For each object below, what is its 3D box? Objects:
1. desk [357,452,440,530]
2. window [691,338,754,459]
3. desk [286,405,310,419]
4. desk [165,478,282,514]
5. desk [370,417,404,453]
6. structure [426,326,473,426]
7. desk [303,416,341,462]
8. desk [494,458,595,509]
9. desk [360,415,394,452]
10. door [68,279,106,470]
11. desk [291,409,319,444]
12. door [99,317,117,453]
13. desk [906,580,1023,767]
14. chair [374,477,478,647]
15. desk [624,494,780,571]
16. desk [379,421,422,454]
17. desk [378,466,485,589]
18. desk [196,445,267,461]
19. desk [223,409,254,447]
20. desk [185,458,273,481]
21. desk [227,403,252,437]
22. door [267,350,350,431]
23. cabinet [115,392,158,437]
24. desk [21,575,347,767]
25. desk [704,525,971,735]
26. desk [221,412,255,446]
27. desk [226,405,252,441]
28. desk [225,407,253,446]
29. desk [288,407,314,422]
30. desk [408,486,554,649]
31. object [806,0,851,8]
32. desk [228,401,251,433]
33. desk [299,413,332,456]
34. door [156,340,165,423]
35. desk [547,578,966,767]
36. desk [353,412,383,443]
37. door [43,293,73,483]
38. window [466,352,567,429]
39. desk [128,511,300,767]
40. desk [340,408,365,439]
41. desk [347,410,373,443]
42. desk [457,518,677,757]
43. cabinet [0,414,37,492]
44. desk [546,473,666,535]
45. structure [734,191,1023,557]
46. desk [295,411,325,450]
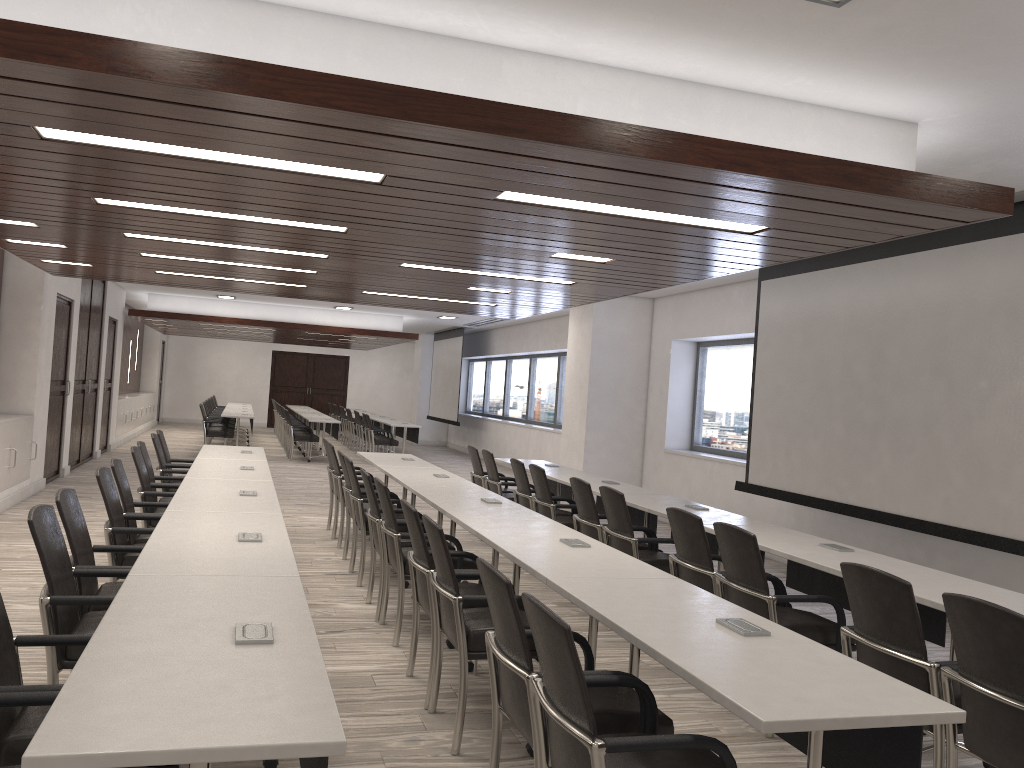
[{"bbox_3d":[-1.159,1.119,8.648,0.577,0.795,1.509,4,-1,-17],"label":"desk"},{"bbox_3d":[3.448,0.191,8.292,0.118,1.419,6.968,4,-1,-17],"label":"window"},{"bbox_3d":[-5.851,0.990,24.139,0.577,0.795,1.509,4,-1,-17],"label":"desk"},{"bbox_3d":[-1.726,1.039,5.291,0.577,0.795,1.509,4,-1,-17],"label":"desk"},{"bbox_3d":[-2.658,1.141,18.750,0.577,0.795,1.509,4,-1,-17],"label":"desk"},{"bbox_3d":[-1.611,-0.239,21.403,0.438,2.329,3.550,4,-1,-17],"label":"structure"},{"bbox_3d":[-3.646,1.051,16.859,0.577,0.795,1.509,4,-1,-17],"label":"desk"},{"bbox_3d":[0.270,1.222,9.082,0.577,0.795,1.509,4,-1,-17],"label":"desk"},{"bbox_3d":[-3.097,1.129,20.199,0.577,0.795,1.509,4,-1,-17],"label":"desk"},{"bbox_3d":[-6.350,-0.246,13.161,0.200,2.889,2.327,4,-1,-17],"label":"door"},{"bbox_3d":[-4.968,1.014,21.222,0.577,0.795,1.509,4,-1,-17],"label":"desk"},{"bbox_3d":[-6.987,0.019,15.199,0.200,2.323,1.163,4,-1,-17],"label":"door"},{"bbox_3d":[2.034,1.270,3.259,0.577,0.795,1.509,4,-1,-17],"label":"desk"},{"bbox_3d":[-0.544,1.049,5.379,0.638,0.939,0.513,4,-1,-18],"label":"chair"},{"bbox_3d":[1.153,1.246,6.165,0.577,0.795,1.509,4,-1,-17],"label":"desk"},{"bbox_3d":[-2.217,1.153,17.293,0.577,0.795,1.509,4,-1,-17],"label":"desk"},{"bbox_3d":[-0.718,1.131,7.191,0.577,0.795,1.509,4,-1,-17],"label":"desk"},{"bbox_3d":[-2.610,1.015,8.208,0.577,0.795,1.509,4,-1,-17],"label":"desk"},{"bbox_3d":[-5.538,0.934,17.876,0.577,0.795,1.509,4,-1,-17],"label":"desk"},{"bbox_3d":[-2.168,1.027,6.751,0.577,0.795,1.509,4,-1,-17],"label":"desk"},{"bbox_3d":[-6.860,0.898,22.242,0.577,0.795,1.509,4,-1,-17],"label":"desk"},{"bbox_3d":[-6.226,0.218,27.176,2.329,2.323,0.200,4,-1,-17],"label":"door"},{"bbox_3d":[-8.602,0.601,20.027,0.476,0.698,7.540,4,-1,-17],"label":"cabinet"},{"bbox_3d":[-0.846,1.064,2.385,0.577,0.795,1.509,4,-1,-17],"label":"desk"},{"bbox_3d":[1.595,1.258,4.708,0.577,0.795,1.509,4,-1,-17],"label":"desk"},{"bbox_3d":[-5.097,0.947,16.419,0.577,0.795,1.509,4,-1,-17],"label":"desk"},{"bbox_3d":[-6.418,0.910,20.782,0.577,0.795,1.509,4,-1,-17],"label":"desk"},{"bbox_3d":[-5.977,0.922,19.325,0.577,0.795,1.509,4,-1,-17],"label":"desk"},{"bbox_3d":[-5.410,1.002,22.682,0.577,0.795,1.509,4,-1,-17],"label":"desk"},{"bbox_3d":[-0.276,1.144,5.731,0.577,0.795,1.509,4,-1,-17],"label":"desk"},{"bbox_3d":[1.069,-1.383,2.806,0.324,0.120,0.519,4,-1,-17],"label":"object"},{"bbox_3d":[-7.302,0.886,23.699,0.577,0.795,1.509,4,-1,-17],"label":"desk"},{"bbox_3d":[-4.088,1.038,18.316,0.577,0.795,1.509,4,-1,-17],"label":"desk"},{"bbox_3d":[-9.910,-0.061,24.848,0.200,2.323,1.163,4,-1,-17],"label":"door"},{"bbox_3d":[0.604,1.168,2.825,0.577,0.795,1.509,4,-1,-17],"label":"desk"},{"bbox_3d":[-3.539,1.117,21.656,0.577,0.795,1.509,4,-1,-17],"label":"desk"},{"bbox_3d":[-5.749,0.053,11.112,0.200,2.323,1.163,4,-1,-17],"label":"door"},{"bbox_3d":[0.401,0.107,18.353,0.118,1.419,10.452,4,-1,-17],"label":"window"},{"bbox_3d":[-1.285,1.052,3.834,0.577,0.795,1.509,4,-1,-17],"label":"desk"},{"bbox_3d":[-4.422,1.092,24.573,0.577,0.795,1.509,4,-1,-17],"label":"desk"},{"bbox_3d":[-3.981,1.105,23.116,0.577,0.795,1.509,4,-1,-17],"label":"desk"},{"bbox_3d":[0.166,1.156,4.274,0.577,0.795,1.509,4,-1,-17],"label":"desk"},{"bbox_3d":[-4.418,0.716,6.213,0.476,0.698,7.540,4,-1,-17],"label":"cabinet"},{"bbox_3d":[0.711,1.234,7.625,0.577,0.795,1.509,4,-1,-17],"label":"desk"},{"bbox_3d":[2.773,-0.118,6.928,0.438,2.329,3.550,4,-1,-17],"label":"structure"},{"bbox_3d":[-4.526,1.026,19.765,0.577,0.795,1.509,4,-1,-17],"label":"desk"}]
